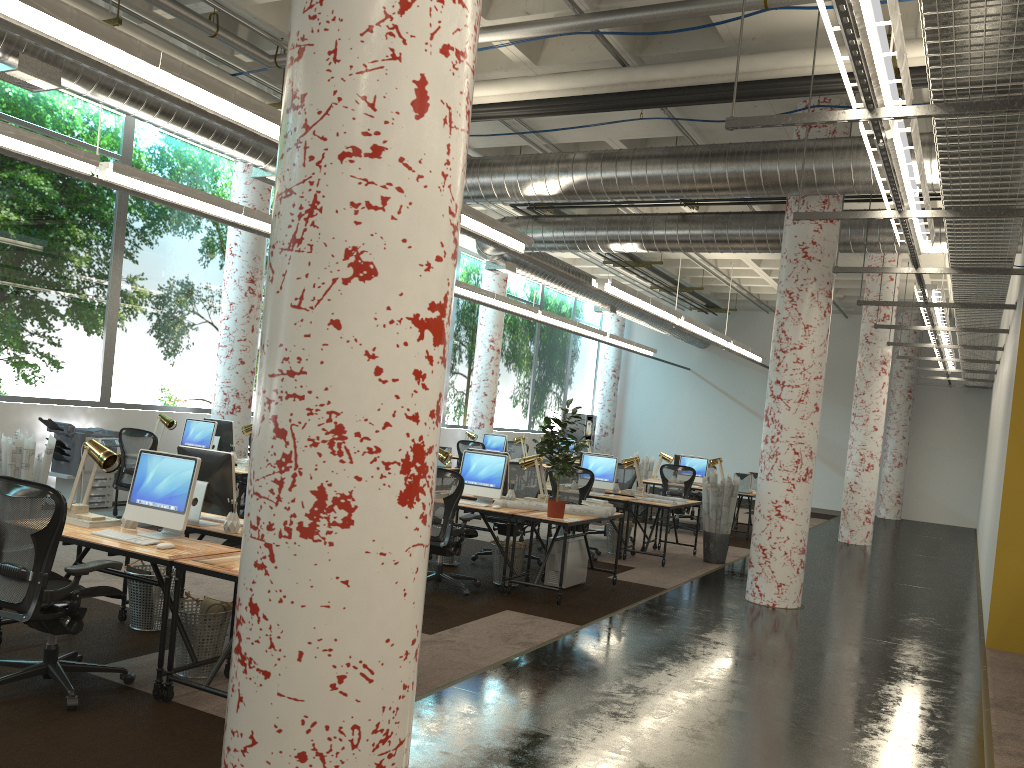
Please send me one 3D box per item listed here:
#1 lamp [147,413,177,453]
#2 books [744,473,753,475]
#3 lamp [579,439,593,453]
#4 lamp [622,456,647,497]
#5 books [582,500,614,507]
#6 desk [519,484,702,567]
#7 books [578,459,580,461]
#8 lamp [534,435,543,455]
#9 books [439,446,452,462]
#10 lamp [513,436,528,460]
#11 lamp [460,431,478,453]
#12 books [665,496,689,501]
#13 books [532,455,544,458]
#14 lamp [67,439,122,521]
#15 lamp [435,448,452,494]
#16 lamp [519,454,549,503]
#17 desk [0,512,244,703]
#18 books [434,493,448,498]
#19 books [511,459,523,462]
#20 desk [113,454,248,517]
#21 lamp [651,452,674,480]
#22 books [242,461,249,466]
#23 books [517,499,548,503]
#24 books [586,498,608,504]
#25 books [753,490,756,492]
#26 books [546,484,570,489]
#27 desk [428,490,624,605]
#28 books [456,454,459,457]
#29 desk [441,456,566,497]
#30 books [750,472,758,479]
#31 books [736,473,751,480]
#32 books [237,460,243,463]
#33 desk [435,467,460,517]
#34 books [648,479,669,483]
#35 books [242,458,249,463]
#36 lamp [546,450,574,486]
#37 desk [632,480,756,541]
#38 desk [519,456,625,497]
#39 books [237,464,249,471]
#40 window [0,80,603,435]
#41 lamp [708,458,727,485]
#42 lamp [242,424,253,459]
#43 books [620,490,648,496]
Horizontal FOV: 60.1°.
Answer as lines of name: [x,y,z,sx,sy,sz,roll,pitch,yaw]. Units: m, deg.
lamp: [-4.160,0.648,10.439,0.219,0.611,0.526,5,0,-43]
books: [3.761,1.601,14.333,0.233,0.310,0.068,6,1,27]
lamp: [1.717,1.540,19.776,0.219,0.611,0.526,5,0,-43]
lamp: [1.658,1.260,11.653,0.209,0.611,0.526,5,0,-43]
books: [0.848,1.192,8.786,0.257,0.044,0.193,4,-3,45]
desk: [1.289,1.783,11.478,1.936,0.724,1.404,5,-2,28]
books: [1.668,1.717,19.799,0.308,0.038,0.226,5,-2,28]
lamp: [0.606,1.426,19.631,0.219,0.611,0.526,5,0,-43]
books: [-1.033,1.096,13.313,0.233,0.310,0.068,6,1,27]
lamp: [0.222,1.296,16.893,0.219,0.611,0.526,5,0,-43]
lamp: [-0.889,1.182,16.749,0.219,0.611,0.526,5,0,-43]
books: [2.154,1.500,11.600,0.244,0.019,0.205,6,-2,-25]
books: [0.620,1.608,19.615,0.308,0.038,0.226,5,-2,28]
lamp: [-2.552,0.633,5.323,0.219,0.611,0.526,5,0,-43]
lamp: [-0.830,0.894,8.700,0.219,0.611,0.526,5,0,-43]
lamp: [0.278,1.008,8.841,0.209,0.611,0.526,5,0,-43]
desk: [-1.813,1.270,5.289,1.936,0.724,1.404,5,-2,28]
books: [-0.816,1.077,8.684,0.308,0.038,0.226,5,-2,28]
books: [0.173,1.473,16.917,0.308,0.038,0.226,5,-2,28]
desk: [-3.422,1.285,10.405,1.936,0.724,1.404,5,-2,28]
lamp: [2.469,1.453,14.998,0.219,0.611,0.526,5,0,-43]
books: [-2.882,0.882,9.809,0.193,0.044,0.257,6,-2,-15]
books: [0.232,1.186,8.868,0.308,0.038,0.226,5,-2,28]
books: [0.843,1.159,8.773,0.184,0.030,0.153,5,-2,26]
books: [3.963,1.784,14.827,0.200,0.024,0.235,6,-2,1]
books: [0.565,1.329,11.496,0.308,0.038,0.226,5,-2,28]
desk: [-0.092,1.531,8.666,1.936,0.725,1.404,5,-2,28]
books: [-0.874,1.364,16.733,0.308,0.038,0.226,5,-2,28]
desk: [-0.150,1.819,16.715,1.936,0.724,1.404,5,-2,28]
books: [4.159,1.666,15.099,0.233,0.310,0.068,6,1,27]
books: [3.693,1.590,14.202,0.233,0.310,0.068,6,1,27]
books: [-3.099,0.939,10.607,0.308,0.038,0.226,5,-2,28]
desk: [-1.984,1.519,13.177,1.936,0.724,1.404,5,-2,28]
books: [2.483,1.635,14.982,0.308,0.038,0.226,5,-2,28]
books: [-2.892,0.849,9.801,0.153,0.030,0.184,7,-2,-34]
lamp: [0.554,1.147,11.515,0.209,0.611,0.526,5,0,-43]
desk: [3.207,2.089,14.964,1.936,0.724,1.404,5,-2,28]
desk: [1.344,2.063,19.597,1.936,0.724,1.404,5,-2,28]
books: [-2.897,0.927,9.785,0.201,0.050,0.271,7,-2,-35]
window: [-3.594,-1.346,13.845,0.050,3.764,26.260,6,-1,28]
lamp: [3.580,1.566,15.143,0.219,0.611,0.526,5,0,-43]
lamp: [-3.053,0.761,10.580,0.209,0.611,0.526,5,0,-43]
books: [1.612,1.438,11.680,0.308,0.038,0.226,5,-2,28]
